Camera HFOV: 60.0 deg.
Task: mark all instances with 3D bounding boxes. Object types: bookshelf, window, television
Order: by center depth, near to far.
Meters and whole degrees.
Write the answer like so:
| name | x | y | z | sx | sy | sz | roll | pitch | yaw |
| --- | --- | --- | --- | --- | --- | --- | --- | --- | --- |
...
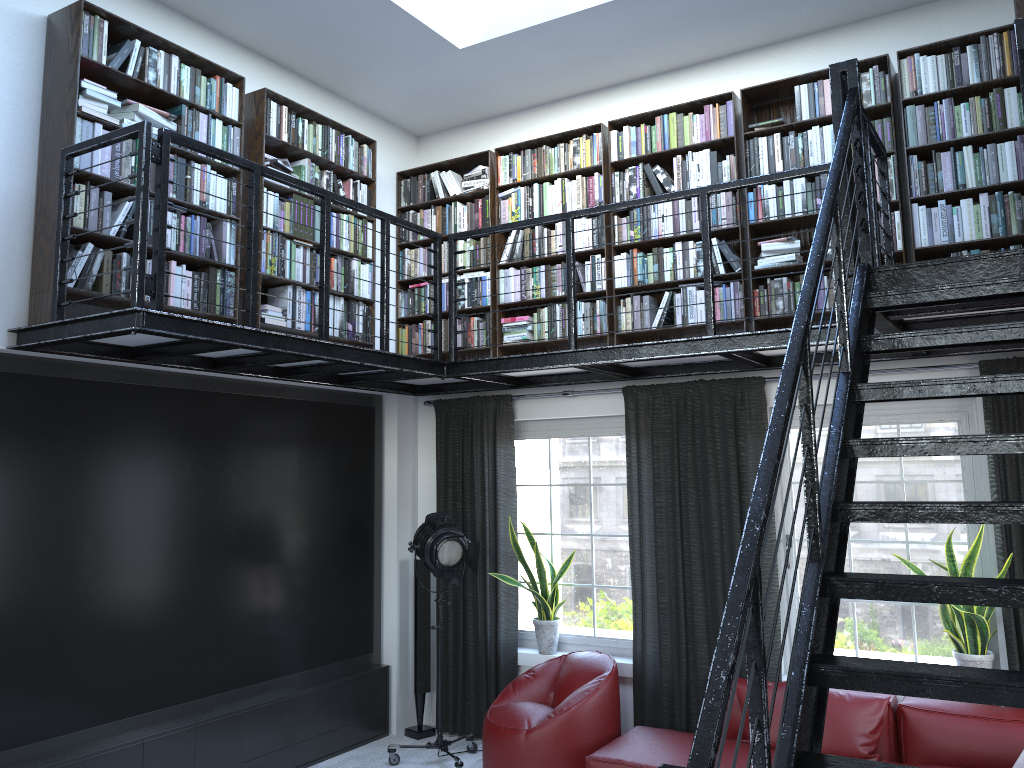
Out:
| name | x | y | z | sx | sy | sz | roll | pitch | yaw |
| --- | --- | --- | --- | --- | --- | --- | --- | --- | --- |
| bookshelf | 0.374 | -1.090 | 4.531 | 4.468 | 1.624 | 3.078 | -5 | -8 | 31 |
| television | -1.811 | 1.150 | 5.067 | 0.116 | 2.439 | 3.341 | -6 | -8 | 31 |
| window | 2.124 | 0.906 | 5.149 | 1.165 | 1.614 | 0.132 | -5 | -9 | 31 |
| window | 0.412 | 1.041 | 6.179 | 1.165 | 1.614 | 0.132 | -5 | -9 | 31 |

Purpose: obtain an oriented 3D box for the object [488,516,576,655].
| name | x | y | z | sx | sy | sz | roll | pitch | yaw |
| --- | --- | --- | --- | --- | --- | --- | --- | --- | --- |
| object | 0.061 | 1.362 | 6.049 | 0.552 | 0.944 | 0.524 | -8 | -10 | 42 |

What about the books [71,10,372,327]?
| name | x | y | z | sx | sy | sz | roll | pitch | yaw |
| --- | --- | --- | --- | --- | --- | --- | --- | --- | --- |
| books | -1.635 | -1.064 | 5.248 | 0.314 | 1.430 | 2.199 | -6 | -8 | 31 |

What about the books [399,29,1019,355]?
| name | x | y | z | sx | sy | sz | roll | pitch | yaw |
| --- | --- | --- | --- | --- | --- | --- | --- | --- | --- |
| books | 0.812 | -1.093 | 5.300 | 4.428 | 1.436 | 1.281 | -5 | -8 | 32 |

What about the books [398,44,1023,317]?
| name | x | y | z | sx | sy | sz | roll | pitch | yaw |
| --- | --- | --- | --- | --- | --- | --- | --- | --- | --- |
| books | 1.080 | -1.050 | 5.703 | 4.429 | 1.419 | 0.226 | -5 | -9 | 31 |

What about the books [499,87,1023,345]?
| name | x | y | z | sx | sy | sz | roll | pitch | yaw |
| --- | --- | --- | --- | --- | --- | --- | --- | --- | --- |
| books | 1.407 | -0.924 | 5.501 | 3.386 | 1.128 | 0.239 | -5 | -9 | 31 |

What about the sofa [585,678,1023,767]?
| name | x | y | z | sx | sy | sz | roll | pitch | yaw |
| --- | --- | --- | --- | --- | --- | --- | --- | --- | --- |
| sofa | 1.111 | 1.849 | 3.486 | 2.538 | 0.659 | 3.269 | -5 | -7 | 31 |

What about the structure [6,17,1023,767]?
| name | x | y | z | sx | sy | sz | roll | pitch | yaw |
| --- | --- | --- | --- | --- | --- | --- | --- | --- | --- |
| structure | -0.003 | 0.503 | 3.648 | 4.481 | 3.371 | 4.600 | -5 | -8 | 31 |

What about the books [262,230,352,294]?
| name | x | y | z | sx | sy | sz | roll | pitch | yaw |
| --- | --- | --- | --- | --- | --- | --- | --- | --- | --- |
| books | 0.460 | -1.150 | 4.640 | 4.376 | 1.412 | 1.166 | -5 | -8 | 31 |

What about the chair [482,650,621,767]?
| name | x | y | z | sx | sy | sz | roll | pitch | yaw |
| --- | --- | --- | --- | --- | --- | --- | --- | --- | --- |
| chair | 0.235 | 2.019 | 5.332 | 0.830 | 0.715 | 0.826 | 0 | -7 | -7 |

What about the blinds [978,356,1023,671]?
| name | x | y | z | sx | sy | sz | roll | pitch | yaw |
| --- | --- | --- | --- | --- | --- | --- | --- | --- | --- |
| blinds | 2.604 | 0.953 | 3.776 | 0.527 | 2.392 | 1.741 | -3 | -8 | 13 |

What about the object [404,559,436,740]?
| name | x | y | z | sx | sy | sz | roll | pitch | yaw |
| --- | --- | --- | --- | --- | --- | --- | --- | --- | --- |
| object | -0.659 | 1.879 | 6.353 | 0.157 | 1.227 | 0.157 | 7 | -11 | -43 |

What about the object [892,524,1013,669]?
| name | x | y | z | sx | sy | sz | roll | pitch | yaw |
| --- | --- | --- | --- | --- | --- | --- | --- | --- | --- |
| object | 2.326 | 1.180 | 4.661 | 0.553 | 0.944 | 0.523 | -4 | -8 | 20 |

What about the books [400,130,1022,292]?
| name | x | y | z | sx | sy | sz | roll | pitch | yaw |
| --- | --- | --- | --- | --- | --- | --- | --- | --- | --- |
| books | 1.077 | -1.039 | 5.698 | 4.434 | 1.403 | 0.241 | -5 | -9 | 31 |

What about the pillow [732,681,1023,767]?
| name | x | y | z | sx | sy | sz | roll | pitch | yaw |
| --- | --- | --- | --- | --- | --- | --- | --- | --- | --- |
| pillow | 1.949 | 1.662 | 4.086 | 0.983 | 0.403 | 1.947 | 1 | -6 | -16 |

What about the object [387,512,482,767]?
| name | x | y | z | sx | sy | sz | roll | pitch | yaw |
| --- | --- | --- | --- | --- | --- | --- | --- | --- | --- |
| object | 0.622 | 1.583 | 5.439 | 2.904 | 1.587 | 0.750 | -3 | -8 | 15 |

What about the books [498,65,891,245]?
| name | x | y | z | sx | sy | sz | roll | pitch | yaw |
| --- | --- | --- | --- | --- | --- | --- | --- | --- | --- |
| books | 1.076 | -1.333 | 5.754 | 2.632 | 0.832 | 0.212 | -5 | -9 | 31 |

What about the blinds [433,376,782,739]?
| name | x | y | z | sx | sy | sz | roll | pitch | yaw |
| --- | --- | --- | --- | --- | --- | --- | --- | --- | --- |
| blinds | 0.484 | 1.210 | 5.862 | 2.504 | 2.398 | 0.125 | -5 | -9 | 31 |

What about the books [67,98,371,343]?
| name | x | y | z | sx | sy | sz | roll | pitch | yaw |
| --- | --- | --- | --- | --- | --- | --- | --- | --- | --- |
| books | 0.165 | -1.193 | 4.193 | 4.370 | 1.416 | 2.198 | -5 | -8 | 30 |

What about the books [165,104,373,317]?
| name | x | y | z | sx | sy | sz | roll | pitch | yaw |
| --- | --- | --- | --- | --- | --- | --- | --- | --- | --- |
| books | 0.316 | -1.035 | 4.435 | 4.329 | 1.145 | 1.593 | -5 | -8 | 30 |
